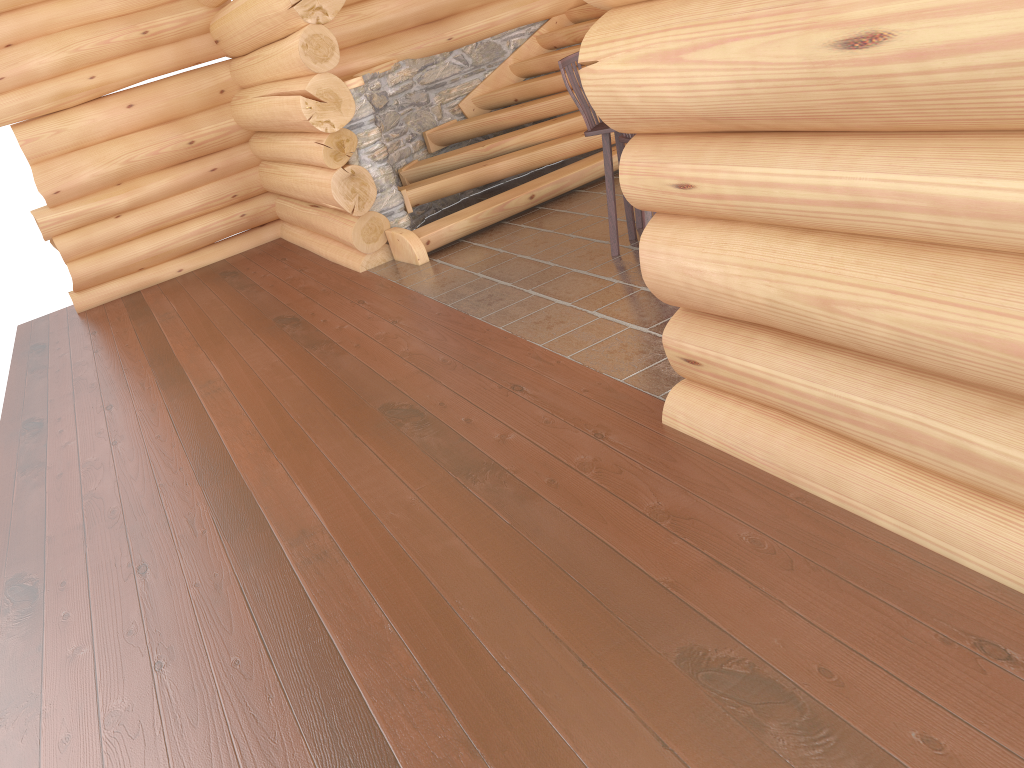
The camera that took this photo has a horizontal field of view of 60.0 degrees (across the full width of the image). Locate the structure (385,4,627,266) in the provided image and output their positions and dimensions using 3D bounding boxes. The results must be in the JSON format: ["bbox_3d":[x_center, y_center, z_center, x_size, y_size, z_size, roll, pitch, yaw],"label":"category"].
[{"bbox_3d":[-0.058,-2.665,8.530,3.604,1.643,1.951,-28,25,-24],"label":"structure"}]

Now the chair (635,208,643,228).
[{"bbox_3d":[0.983,-1.783,6.221,0.504,1.319,0.406,7,33,44],"label":"chair"}]

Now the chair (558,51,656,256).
[{"bbox_3d":[0.748,-1.535,5.827,0.504,1.319,0.406,0,28,34],"label":"chair"}]

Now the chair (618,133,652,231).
[{"bbox_3d":[0.894,-1.301,5.199,0.504,1.319,0.406,-21,23,-10],"label":"chair"}]
